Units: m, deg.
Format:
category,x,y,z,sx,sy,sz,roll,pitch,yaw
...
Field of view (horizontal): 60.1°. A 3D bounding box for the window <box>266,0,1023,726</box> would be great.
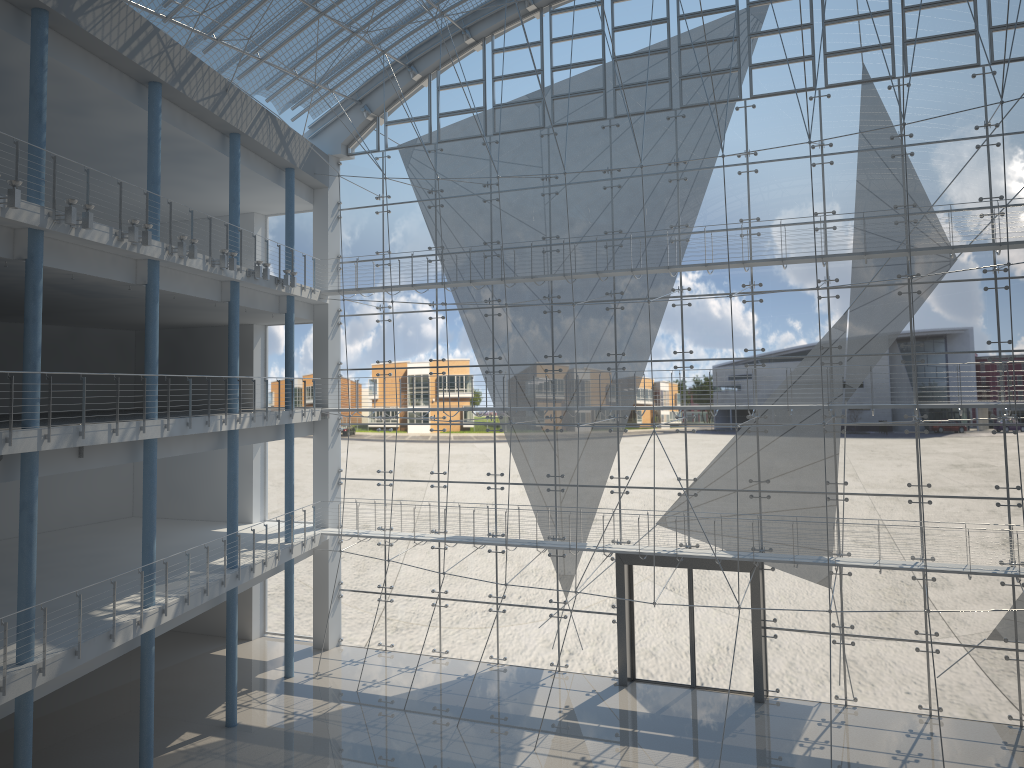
category,x,y,z,sx,sy,sz,roll,pitch,yaw
window,0.603,-0.259,3.411,3.844,2.787,0.010,-2,-4,24
